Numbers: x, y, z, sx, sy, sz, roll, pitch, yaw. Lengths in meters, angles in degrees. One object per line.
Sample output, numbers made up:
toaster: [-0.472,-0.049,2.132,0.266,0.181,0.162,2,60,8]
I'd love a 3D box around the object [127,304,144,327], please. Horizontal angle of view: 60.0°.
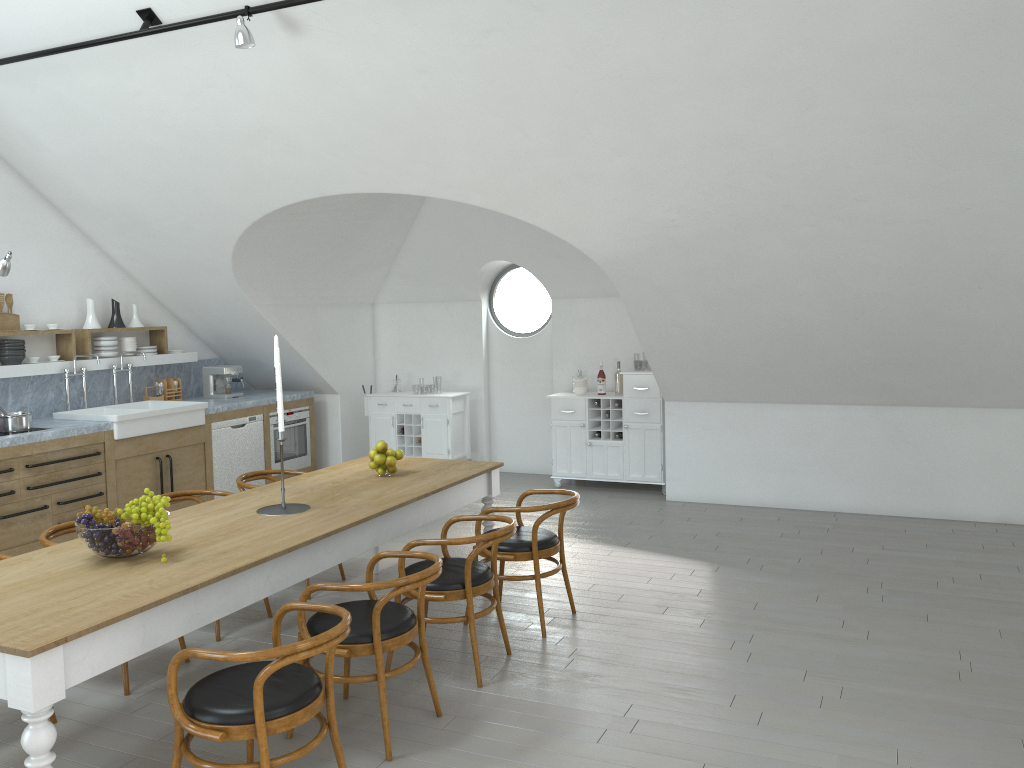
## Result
object: [-3.515,-0.638,8.268,0.156,0.218,0.156,-1,4,6]

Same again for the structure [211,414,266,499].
structure: [-2.824,0.728,8.451,0.598,0.821,0.725,0,4,24]

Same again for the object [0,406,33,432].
object: [-3.680,0.271,6.660,0.232,0.170,0.395,-1,5,4]

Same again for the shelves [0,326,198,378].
shelves: [-4.259,-0.664,6.268,0.480,1.359,5.561,0,5,19]

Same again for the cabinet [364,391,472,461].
cabinet: [-1.016,0.495,9.451,1.134,0.788,0.497,1,4,24]

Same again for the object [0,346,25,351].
object: [-4.015,-0.265,7.105,0.205,0.072,0.206,0,5,12]

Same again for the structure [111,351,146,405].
structure: [-3.381,-0.030,7.940,0.332,0.529,0.214,-1,3,5]

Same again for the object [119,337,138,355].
object: [-3.522,-0.349,8.135,0.158,0.160,0.154,-4,5,-37]

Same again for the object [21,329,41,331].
object: [-3.959,-0.440,7.281,0.164,0.012,0.164,3,6,42]

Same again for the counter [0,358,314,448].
counter: [-3.827,0.095,6.682,0.961,0.618,6.588,1,5,24]

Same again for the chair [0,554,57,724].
chair: [-2.384,1.146,3.834,0.621,0.734,0.528,0,4,24]

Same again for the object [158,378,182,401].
object: [-3.313,0.057,8.597,0.104,0.222,0.200,0,4,24]

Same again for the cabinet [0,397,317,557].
cabinet: [-3.818,0.919,6.650,1.004,1.020,6.440,0,5,24]

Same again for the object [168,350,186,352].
object: [-3.306,-0.318,8.694,0.213,0.025,0.214,0,5,12]

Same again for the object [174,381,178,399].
object: [-3.264,0.062,8.612,0.040,0.192,0.042,-2,3,-15]

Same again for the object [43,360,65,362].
object: [-3.867,-0.191,7.484,0.164,0.012,0.164,3,6,42]

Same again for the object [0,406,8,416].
object: [-3.744,0.252,6.600,0.236,0.166,0.051,0,4,20]

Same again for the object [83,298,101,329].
object: [-3.711,-0.621,7.821,0.156,0.268,0.156,-1,4,13]

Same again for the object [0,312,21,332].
object: [-4.088,-0.491,7.032,0.084,0.157,0.354,0,5,24]

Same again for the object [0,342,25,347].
object: [-4.017,-0.290,7.108,0.205,0.083,0.206,-5,6,-38]

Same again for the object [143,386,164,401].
object: [-3.395,0.102,8.391,0.100,0.171,0.173,0,4,26]

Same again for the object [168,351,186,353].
object: [-3.306,-0.309,8.695,0.213,0.025,0.214,0,5,12]

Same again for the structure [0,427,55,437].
structure: [-3.863,0.381,6.436,0.647,0.041,0.739,1,5,24]

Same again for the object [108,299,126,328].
object: [-3.599,-0.643,8.059,0.156,0.268,0.156,1,4,29]

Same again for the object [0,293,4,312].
object: [-4.066,-0.572,7.056,0.019,0.299,0.057,0,3,24]

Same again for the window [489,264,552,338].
window: [0.127,-0.904,9.570,0.900,0.898,0.060,0,4,24]

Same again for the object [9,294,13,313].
object: [-4.043,-0.581,7.156,0.030,0.293,0.057,0,3,24]

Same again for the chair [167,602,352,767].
chair: [-0.851,1.173,3.083,0.621,0.734,0.528,1,4,28]

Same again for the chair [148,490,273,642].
chair: [-1.786,1.021,5.155,0.621,0.734,0.528,1,4,28]

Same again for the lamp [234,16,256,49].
lamp: [-1.512,-1.991,5.015,0.112,0.175,0.114,-2,4,-13]

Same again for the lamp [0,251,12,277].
lamp: [-3.590,-0.846,6.269,0.169,0.176,0.112,0,4,17]

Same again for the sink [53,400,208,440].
sink: [-3.233,0.299,7.584,0.727,0.201,1.023,1,5,24]

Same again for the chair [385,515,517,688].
chair: [-0.275,1.047,4.416,0.621,0.734,0.528,0,4,20]

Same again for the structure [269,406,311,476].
structure: [-2.511,0.568,9.132,0.631,0.635,0.633,0,4,24]

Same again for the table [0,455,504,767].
table: [-1.196,1.037,4.380,1.018,0.797,3.355,1,5,24]

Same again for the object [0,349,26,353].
object: [-4.009,-0.243,7.104,0.205,0.086,0.205,-3,5,-23]

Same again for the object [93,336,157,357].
object: [-3.544,-0.347,8.144,0.198,0.195,0.658,0,5,24]

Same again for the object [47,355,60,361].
object: [-3.867,-0.214,7.483,0.098,0.048,0.099,0,5,22]

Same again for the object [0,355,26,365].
object: [-4.014,-0.188,7.107,0.205,0.072,0.206,0,5,12]

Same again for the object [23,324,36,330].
object: [-3.960,-0.463,7.280,0.098,0.048,0.099,0,5,22]

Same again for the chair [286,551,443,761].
chair: [-0.589,1.109,3.760,0.621,0.734,0.528,0,4,24]

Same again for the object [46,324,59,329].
object: [-3.871,-0.482,7.475,0.098,0.048,0.099,0,5,22]

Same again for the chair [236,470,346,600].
chair: [-1.478,0.959,5.808,0.621,0.734,0.528,0,4,21]

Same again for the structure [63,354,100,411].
structure: [-3.582,0.012,7.496,0.332,0.529,0.214,-1,3,5]

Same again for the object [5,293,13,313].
object: [-4.042,-0.577,7.115,0.039,0.297,0.068,0,3,24]

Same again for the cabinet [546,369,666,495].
cabinet: [0.998,0.438,8.742,1.242,1.152,0.611,0,4,24]

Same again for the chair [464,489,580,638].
chair: [0.086,0.985,5.044,0.621,0.734,0.528,1,4,27]

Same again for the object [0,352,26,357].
object: [-4.015,-0.215,7.105,0.205,0.086,0.205,-4,5,-28]

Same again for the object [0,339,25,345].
object: [-4.020,-0.318,7.105,0.205,0.080,0.206,1,5,27]

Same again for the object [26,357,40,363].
object: [-3.947,-0.197,7.308,0.098,0.048,0.099,0,5,22]

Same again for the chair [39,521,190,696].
chair: [-2.031,1.085,4.468,0.621,0.734,0.528,0,4,21]
